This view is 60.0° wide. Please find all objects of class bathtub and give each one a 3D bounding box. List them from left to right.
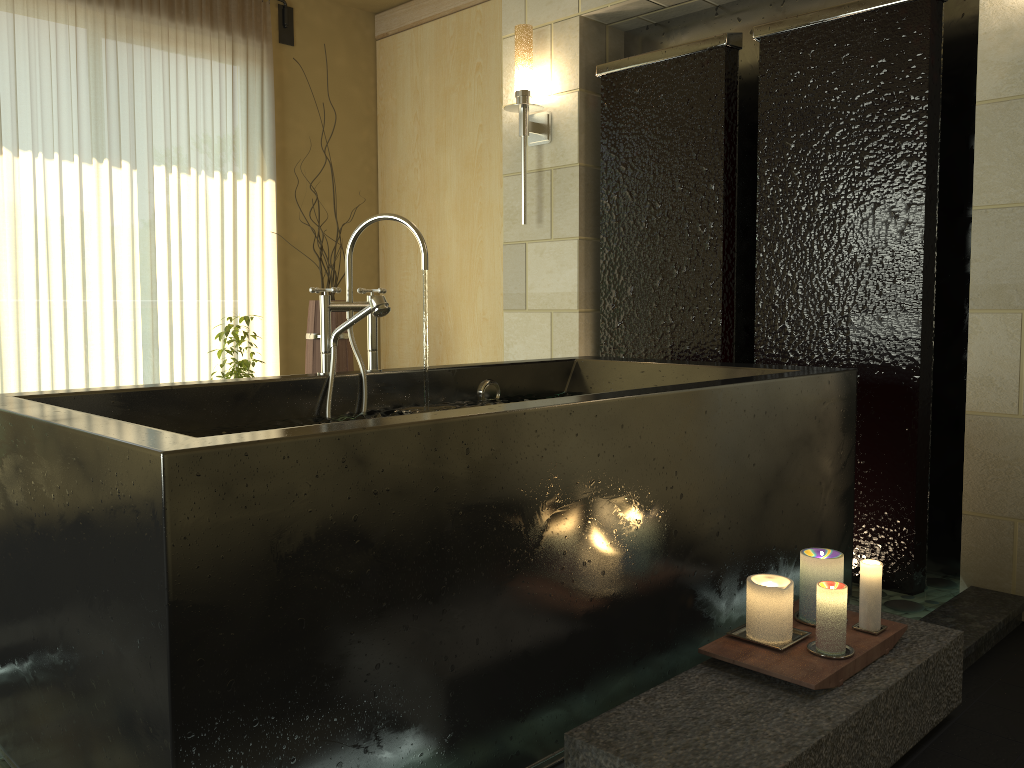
[{"bbox_3d":[-0.086,0.113,2.314,2.133,1.161,1.068,-5,7,-45],"label":"bathtub"}]

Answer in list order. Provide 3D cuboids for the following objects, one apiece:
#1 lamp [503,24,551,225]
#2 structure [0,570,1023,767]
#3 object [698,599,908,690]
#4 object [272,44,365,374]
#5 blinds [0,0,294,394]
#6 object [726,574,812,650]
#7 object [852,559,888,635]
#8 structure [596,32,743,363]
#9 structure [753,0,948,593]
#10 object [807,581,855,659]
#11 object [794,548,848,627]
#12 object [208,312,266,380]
[{"bbox_3d":[0.056,-1.110,3.824,0.188,0.836,0.176,-4,6,-45],"label":"lamp"},{"bbox_3d":[0.249,0.829,2.653,3.802,0.635,1.973,-5,7,-45],"label":"structure"},{"bbox_3d":[0.630,0.555,1.898,0.441,0.031,0.254,-5,7,-45],"label":"object"},{"bbox_3d":[-0.952,-0.516,4.321,0.468,2.178,0.463,0,4,5],"label":"object"},{"bbox_3d":[-1.852,-0.728,4.208,0.064,2.577,1.945,4,6,44],"label":"blinds"},{"bbox_3d":[0.549,0.478,1.889,0.131,0.124,0.131,-5,6,-45],"label":"object"},{"bbox_3d":[0.779,0.461,1.927,0.056,0.151,0.056,-4,6,-45],"label":"object"},{"bbox_3d":[0.601,-0.290,3.554,0.094,2.065,0.641,-4,6,-45],"label":"structure"},{"bbox_3d":[1.112,-0.247,3.043,0.094,2.065,0.641,-4,6,-45],"label":"structure"},{"bbox_3d":[0.651,0.477,1.808,0.091,0.139,0.091,4,6,40],"label":"object"},{"bbox_3d":[0.693,0.454,1.988,0.112,0.154,0.112,4,6,40],"label":"object"},{"bbox_3d":[-1.236,0.132,4.004,0.242,0.928,0.267,-1,4,-7],"label":"object"}]
